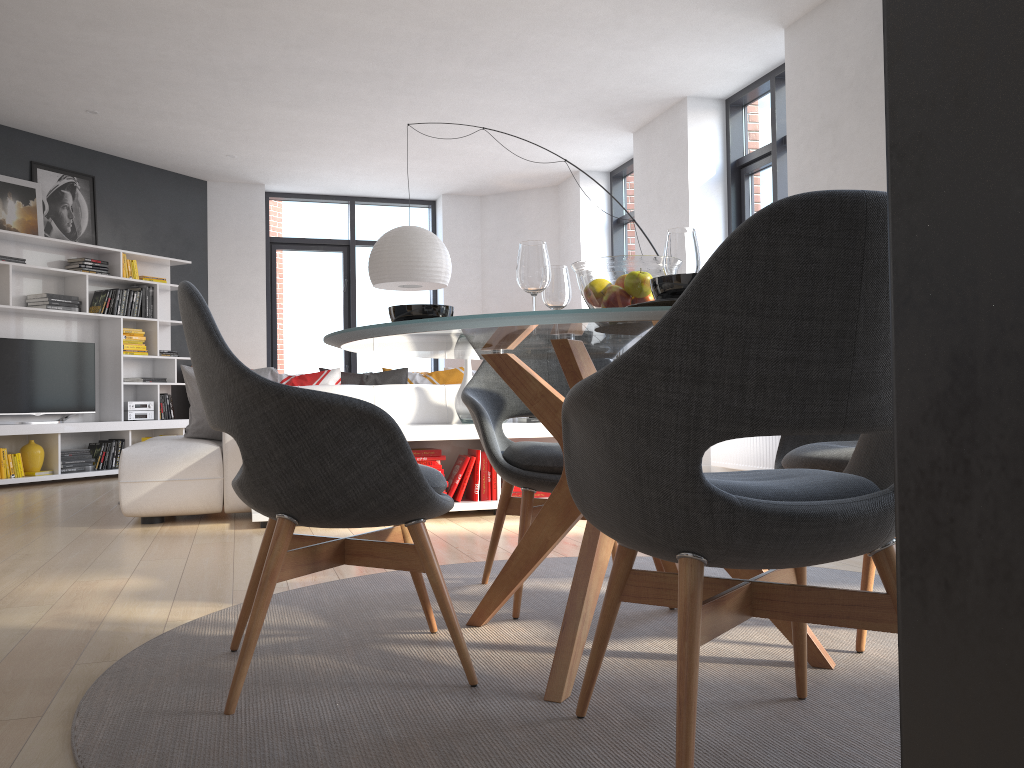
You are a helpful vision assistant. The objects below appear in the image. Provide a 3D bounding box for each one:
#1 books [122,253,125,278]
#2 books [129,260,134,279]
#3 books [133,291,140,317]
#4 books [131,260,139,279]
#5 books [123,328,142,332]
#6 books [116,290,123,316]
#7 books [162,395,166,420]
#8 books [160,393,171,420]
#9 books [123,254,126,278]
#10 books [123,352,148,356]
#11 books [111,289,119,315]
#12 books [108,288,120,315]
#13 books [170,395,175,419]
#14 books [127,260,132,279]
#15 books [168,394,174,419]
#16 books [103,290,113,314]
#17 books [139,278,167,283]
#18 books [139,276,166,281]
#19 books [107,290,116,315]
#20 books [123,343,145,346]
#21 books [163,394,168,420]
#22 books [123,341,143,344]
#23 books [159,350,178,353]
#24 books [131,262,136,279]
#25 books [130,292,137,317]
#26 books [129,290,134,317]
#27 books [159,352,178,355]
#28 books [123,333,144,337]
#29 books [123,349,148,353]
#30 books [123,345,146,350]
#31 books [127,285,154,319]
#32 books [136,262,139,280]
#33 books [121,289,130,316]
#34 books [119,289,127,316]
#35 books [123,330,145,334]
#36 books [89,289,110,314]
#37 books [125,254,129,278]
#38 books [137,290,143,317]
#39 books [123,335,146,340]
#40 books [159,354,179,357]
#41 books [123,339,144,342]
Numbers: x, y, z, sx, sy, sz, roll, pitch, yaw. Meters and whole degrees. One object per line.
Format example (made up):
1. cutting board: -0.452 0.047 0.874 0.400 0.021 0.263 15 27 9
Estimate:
1. books: -3.606 -1.079 8.104 0.161 0.229 0.041 -1 -1 27
2. books: -3.556 -1.053 8.195 0.128 0.178 0.044 -2 -1 28
3. books: -3.561 -0.736 8.264 0.191 0.249 0.084 -2 -1 28
4. books: -3.539 -1.055 8.234 0.141 0.184 0.064 -2 -1 29
5. books: -3.607 -0.501 8.292 0.163 0.023 0.223 -2 -1 32
6. books: -3.644 -0.733 8.104 0.179 0.243 0.068 -1 -1 26
7. books: -3.397 0.226 8.502 0.170 0.236 0.049 -2 -1 28
8. books: -3.377 0.218 8.549 0.193 0.255 0.066 -1 -1 27
9. books: -3.612 -1.076 8.133 0.163 0.224 0.041 -1 -1 26
10. books: -3.565 -0.277 8.267 0.194 0.028 0.257 -2 -1 33
11. books: -3.649 -0.733 8.050 0.172 0.242 0.069 -2 -1 29
12. books: -3.662 -0.740 8.083 0.192 0.254 0.075 -1 -1 27
13. books: -3.368 0.228 8.616 0.179 0.233 0.077 -2 -1 28
14. books: -3.571 -1.053 8.181 0.132 0.180 0.054 -2 -1 28
15. books: -3.356 0.223 8.571 0.177 0.242 0.066 -2 -1 28
16. books: -3.703 -0.730 8.004 0.187 0.234 0.096 -2 -1 28
17. books: -3.465 -0.973 8.458 0.194 0.028 0.257 -2 -1 33
18. books: -3.474 -0.999 8.459 0.203 0.024 0.257 -2 -1 31
19. books: -3.676 -0.730 8.025 0.169 0.233 0.081 -1 -1 27
20. books: -3.593 -0.363 8.277 0.189 0.014 0.251 -2 -1 31
21. books: -3.380 0.222 8.518 0.169 0.242 0.050 -1 -1 27
22. books: -3.580 -0.381 8.260 0.145 0.023 0.217 -2 -1 32
23. books: -3.373 -0.309 8.580 0.161 0.023 0.213 -2 -1 31
24. books: -3.537 -1.043 8.206 0.108 0.161 0.046 -1 -1 27
25. books: -3.569 -0.734 8.225 0.179 0.243 0.071 -1 -1 27
26. books: -3.593 -0.739 8.208 0.192 0.254 0.075 -1 -1 27
27. books: -3.360 -0.290 8.571 0.142 0.015 0.198 -1 -1 26
28. books: -3.589 -0.454 8.284 0.160 0.022 0.227 -2 -2 43
29. books: -3.575 -0.302 8.268 0.203 0.024 0.257 -2 -1 31
30. books: -3.579 -0.335 8.272 0.189 0.042 0.243 -2 -1 28
31. books: -3.526 -0.764 8.394 0.259 0.321 0.128 -2 -1 28
32. books: -3.535 -1.055 8.258 0.142 0.184 0.044 -2 -1 29
33. books: -3.615 -0.742 8.169 0.197 0.260 0.066 -2 -1 28
34. books: -3.630 -0.737 8.139 0.191 0.249 0.084 -2 -1 28
35. books: -3.582 -0.478 8.289 0.163 0.023 0.223 -2 -1 32
36. books: -3.715 -0.731 7.972 0.182 0.234 0.104 -2 -1 28
37. books: -3.606 -1.075 8.164 0.164 0.224 0.054 -1 -1 27
38. books: -3.546 -0.740 8.295 0.197 0.260 0.066 -2 -1 28
39. books: -3.583 -0.426 8.288 0.176 0.033 0.239 -2 -1 31
40. books: -3.357 -0.271 8.570 0.161 0.023 0.213 -2 -1 31
41. books: -3.590 -0.401 8.279 0.171 0.019 0.239 -2 -1 28
